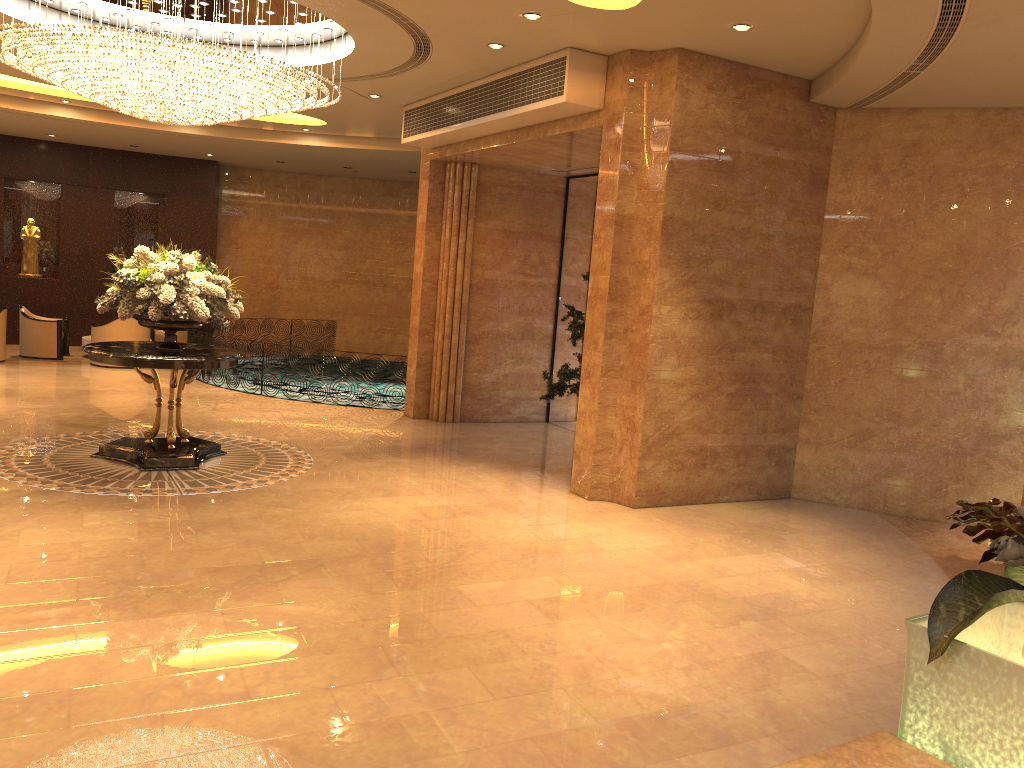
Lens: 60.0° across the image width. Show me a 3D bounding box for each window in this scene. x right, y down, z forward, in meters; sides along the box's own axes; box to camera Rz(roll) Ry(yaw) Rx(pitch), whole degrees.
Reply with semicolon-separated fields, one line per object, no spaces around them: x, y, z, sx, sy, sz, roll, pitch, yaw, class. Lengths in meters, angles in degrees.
1.493;-0.933;11.310;0.047;3.571;3.515;1;8;-29;window

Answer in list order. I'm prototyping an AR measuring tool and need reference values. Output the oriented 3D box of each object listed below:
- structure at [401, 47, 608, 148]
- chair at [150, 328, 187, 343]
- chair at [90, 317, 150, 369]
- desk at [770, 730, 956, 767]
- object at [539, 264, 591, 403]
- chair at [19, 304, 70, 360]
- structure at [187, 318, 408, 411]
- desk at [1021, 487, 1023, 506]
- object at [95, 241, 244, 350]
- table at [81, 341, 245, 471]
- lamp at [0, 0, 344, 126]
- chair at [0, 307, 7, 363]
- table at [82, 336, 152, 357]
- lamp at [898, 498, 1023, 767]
-0.281;-3.117;9.996;0.425;0.483;4.113;1;8;-29;structure
-6.596;-0.993;17.451;0.951;0.916;0.769;9;8;36;chair
-6.755;-0.761;15.376;0.951;0.916;0.769;0;8;-34;chair
-4.705;0.974;1.005;12.951;1.155;3.466;5;7;5;desk
0.984;-0.243;10.057;0.843;2.363;1.250;11;9;41;object
-8.359;-0.943;15.822;0.769;0.916;0.951;2;7;-19;chair
-3.977;-0.506;16.364;3.815;0.995;7.624;3;7;-11;structure
3.929;1.204;4.958;1.570;1.155;5.227;8;7;25;desk
-3.329;-0.837;8.637;1.277;0.999;1.318;5;7;2;object
-3.444;0.191;8.775;1.493;1.089;1.493;0;8;-35;table
-3.230;-3.066;8.363;3.206;1.196;3.204;6;7;8;lamp
-8.779;-0.836;14.629;0.769;0.916;0.951;3;7;-14;chair
-7.383;-0.671;16.586;1.196;0.354;1.196;4;7;-1;table
1.126;0.560;1.764;0.577;0.925;0.542;1;7;-27;lamp
